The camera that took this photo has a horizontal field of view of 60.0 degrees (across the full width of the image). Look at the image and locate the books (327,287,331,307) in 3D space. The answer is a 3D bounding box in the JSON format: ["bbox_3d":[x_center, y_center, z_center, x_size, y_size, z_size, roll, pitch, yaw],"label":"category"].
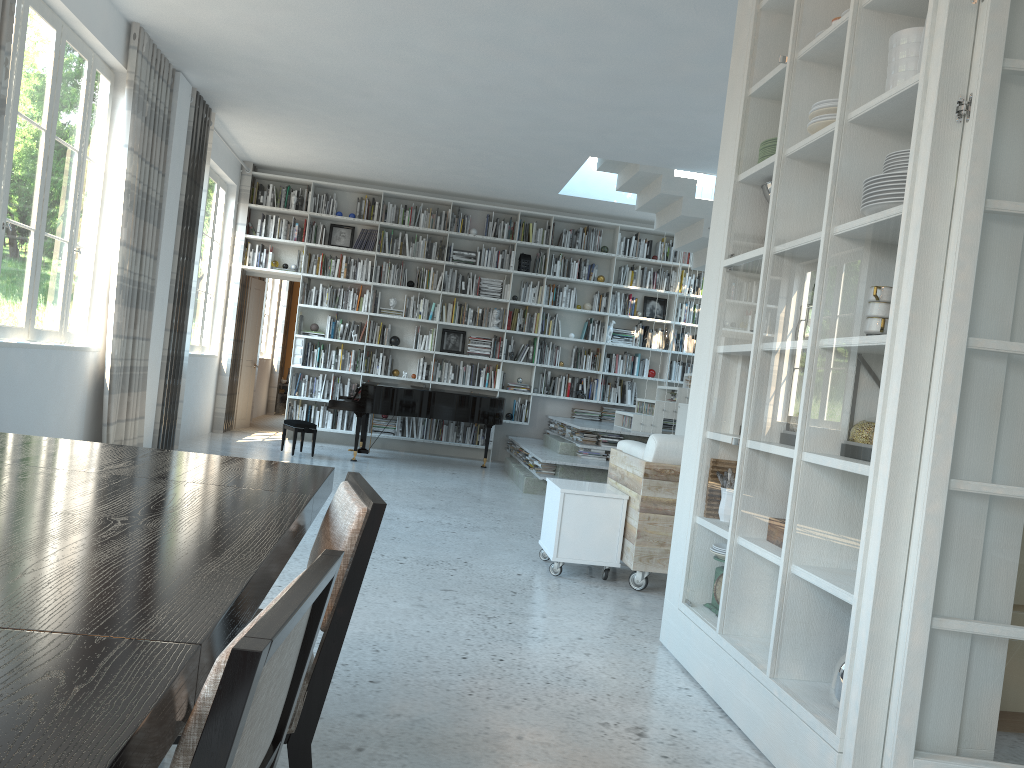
[{"bbox_3d":[-2.233,-1.048,10.836,0.021,0.247,0.189,7,1,-7],"label":"books"}]

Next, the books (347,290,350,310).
[{"bbox_3d":[-2.004,-1.023,10.887,0.011,0.252,0.139,7,1,-7],"label":"books"}]

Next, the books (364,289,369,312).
[{"bbox_3d":[-1.786,-1.014,10.910,0.027,0.286,0.148,7,1,-7],"label":"books"}]

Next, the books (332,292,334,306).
[{"bbox_3d":[-2.188,-1.021,10.870,0.010,0.204,0.139,7,1,-7],"label":"books"}]

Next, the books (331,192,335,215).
[{"bbox_3d":[-2.181,-2.179,10.828,0.007,0.301,0.145,7,1,-7],"label":"books"}]

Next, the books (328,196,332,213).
[{"bbox_3d":[-2.227,-2.160,10.820,0.013,0.253,0.129,7,1,-7],"label":"books"}]

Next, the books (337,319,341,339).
[{"bbox_3d":[-2.119,-0.665,10.882,0.022,0.249,0.129,7,1,-7],"label":"books"}]

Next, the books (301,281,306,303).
[{"bbox_3d":[-2.550,-1.104,10.821,0.012,0.285,0.159,7,1,-7],"label":"books"}]

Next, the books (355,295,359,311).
[{"bbox_3d":[-1.905,-0.986,10.888,0.013,0.203,0.161,7,1,-7],"label":"books"}]

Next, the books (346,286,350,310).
[{"bbox_3d":[-2.012,-1.050,10.890,0.011,0.304,0.129,7,1,-7],"label":"books"}]

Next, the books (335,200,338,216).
[{"bbox_3d":[-2.149,-2.129,10.838,0.013,0.210,0.136,7,1,-7],"label":"books"}]

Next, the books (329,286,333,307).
[{"bbox_3d":[-2.217,-1.058,10.856,0.011,0.271,0.157,7,1,-7],"label":"books"}]

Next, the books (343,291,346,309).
[{"bbox_3d":[-2.050,-1.017,10.864,0.013,0.229,0.177,7,1,-7],"label":"books"}]

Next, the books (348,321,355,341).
[{"bbox_3d":[-1.969,-0.650,10.887,0.060,0.255,0.158,7,1,-7],"label":"books"}]

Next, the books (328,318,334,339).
[{"bbox_3d":[-2.214,-0.679,10.867,0.031,0.255,0.143,7,1,-7],"label":"books"}]

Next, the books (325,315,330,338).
[{"bbox_3d":[-2.257,-0.699,10.855,0.012,0.285,0.159,7,1,-7],"label":"books"}]

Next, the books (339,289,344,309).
[{"bbox_3d":[-2.087,-1.035,10.873,0.021,0.256,0.156,7,1,-7],"label":"books"}]

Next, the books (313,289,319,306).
[{"bbox_3d":[-2.386,-1.044,10.811,0.028,0.204,0.188,7,1,-7],"label":"books"}]

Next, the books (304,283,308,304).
[{"bbox_3d":[-2.506,-1.089,10.800,0.027,0.266,0.176,7,1,-7],"label":"books"}]

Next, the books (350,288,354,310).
[{"bbox_3d":[-1.960,-1.029,10.872,0.015,0.275,0.157,7,1,-7],"label":"books"}]

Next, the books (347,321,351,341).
[{"bbox_3d":[-2.008,-0.648,10.897,0.013,0.242,0.141,7,1,-7],"label":"books"}]

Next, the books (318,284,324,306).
[{"bbox_3d":[-2.338,-1.077,10.837,0.023,0.281,0.174,7,1,-7],"label":"books"}]

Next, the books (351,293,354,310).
[{"bbox_3d":[-1.952,-0.999,10.888,0.012,0.217,0.160,7,1,-7],"label":"books"}]

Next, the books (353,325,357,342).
[{"bbox_3d":[-1.926,-0.621,10.886,0.030,0.207,0.172,7,1,-7],"label":"books"}]

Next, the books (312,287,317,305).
[{"bbox_3d":[-2.410,-1.063,10.818,0.022,0.235,0.177,7,1,-7],"label":"books"}]

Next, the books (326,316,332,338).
[{"bbox_3d":[-2.240,-0.691,10.856,0.024,0.273,0.150,7,1,-7],"label":"books"}]

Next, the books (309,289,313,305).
[{"bbox_3d":[-2.445,-1.054,10.830,0.042,0.209,0.143,7,1,-7],"label":"books"}]

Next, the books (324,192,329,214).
[{"bbox_3d":[-2.261,-2.177,10.791,0.015,0.279,0.190,7,1,-7],"label":"books"}]

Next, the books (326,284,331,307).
[{"bbox_3d":[-2.247,-1.072,10.842,0.011,0.293,0.183,7,1,-7],"label":"books"}]

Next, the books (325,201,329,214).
[{"bbox_3d":[-2.249,-2.127,10.813,0.026,0.182,0.161,7,1,-7],"label":"books"}]

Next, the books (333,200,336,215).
[{"bbox_3d":[-2.162,-2.126,10.827,0.014,0.202,0.170,7,1,-7],"label":"books"}]

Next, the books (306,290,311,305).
[{"bbox_3d":[-2.469,-1.043,10.809,0.037,0.182,0.189,7,1,-7],"label":"books"}]

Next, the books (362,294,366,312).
[{"bbox_3d":[-1.818,-0.986,10.902,0.031,0.223,0.144,7,1,-7],"label":"books"}]

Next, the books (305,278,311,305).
[{"bbox_3d":[-2.483,-1.121,10.799,0.012,0.334,0.184,7,1,-7],"label":"books"}]

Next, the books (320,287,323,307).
[{"bbox_3d":[-2.323,-1.058,10.831,0.011,0.246,0.176,7,1,-7],"label":"books"}]

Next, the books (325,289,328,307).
[{"bbox_3d":[-2.263,-1.042,10.843,0.014,0.230,0.148,7,1,-7],"label":"books"}]

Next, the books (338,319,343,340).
[{"bbox_3d":[-2.101,-0.663,10.866,0.011,0.250,0.172,7,1,-7],"label":"books"}]

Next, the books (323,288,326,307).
[{"bbox_3d":[-2.296,-1.053,10.858,0.049,0.243,0.139,7,1,-7],"label":"books"}]

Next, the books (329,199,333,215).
[{"bbox_3d":[-2.198,-2.137,10.808,0.021,0.214,0.173,7,1,-7],"label":"books"}]

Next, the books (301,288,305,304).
[{"bbox_3d":[-2.535,-1.064,10.815,0.026,0.209,0.155,7,1,-7],"label":"books"}]

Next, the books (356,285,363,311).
[{"bbox_3d":[-1.873,-1.044,10.891,0.035,0.326,0.170,7,1,-7],"label":"books"}]

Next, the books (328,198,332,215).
[{"bbox_3d":[-2.215,-2.142,10.812,0.013,0.219,0.181,7,1,-7],"label":"books"}]

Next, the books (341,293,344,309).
[{"bbox_3d":[-2.070,-1.007,10.876,0.021,0.205,0.130,7,1,-7],"label":"books"}]

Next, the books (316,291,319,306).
[{"bbox_3d":[-2.368,-1.034,10.858,0.021,0.187,0.129,7,1,-7],"label":"books"}]

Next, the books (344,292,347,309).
[{"bbox_3d":[-2.038,-1.015,10.877,0.013,0.228,0.151,7,1,-7],"label":"books"}]

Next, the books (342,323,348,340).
[{"bbox_3d":[-2.043,-0.638,10.894,0.056,0.214,0.142,7,1,-7],"label":"books"}]

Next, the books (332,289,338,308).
[{"bbox_3d":[-2.168,-1.037,10.854,0.023,0.242,0.184,7,1,-7],"label":"books"}]

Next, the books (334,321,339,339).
[{"bbox_3d":[-2.147,-0.659,10.886,0.030,0.231,0.148,7,1,-7],"label":"books"}]

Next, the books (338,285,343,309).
[{"bbox_3d":[-2.100,-1.058,10.861,0.013,0.300,0.151,7,1,-7],"label":"books"}]

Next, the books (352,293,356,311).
[{"bbox_3d":[-1.936,-0.999,10.894,0.021,0.221,0.148,7,1,-7],"label":"books"}]

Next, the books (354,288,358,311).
[{"bbox_3d":[-1.915,-1.033,10.900,0.015,0.293,0.143,7,1,-7],"label":"books"}]

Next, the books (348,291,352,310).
[{"bbox_3d":[-1.986,-1.016,10.899,0.028,0.242,0.131,7,1,-7],"label":"books"}]

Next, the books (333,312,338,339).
[{"bbox_3d":[-2.161,-0.714,10.877,0.011,0.336,0.153,7,1,-7],"label":"books"}]

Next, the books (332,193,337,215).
[{"bbox_3d":[-2.172,-2.174,10.842,0.015,0.293,0.130,7,1,-7],"label":"books"}]

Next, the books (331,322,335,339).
[{"bbox_3d":[-2.184,-0.652,10.842,0.029,0.208,0.189,7,1,-7],"label":"books"}]

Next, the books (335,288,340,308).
[{"bbox_3d":[-2.134,-1.041,10.875,0.048,0.256,0.141,7,1,-7],"label":"books"}]

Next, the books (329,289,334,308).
[{"bbox_3d":[-2.200,-1.039,10.842,0.024,0.237,0.166,7,1,-7],"label":"books"}]

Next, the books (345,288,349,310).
[{"bbox_3d":[-2.023,-1.035,10.874,0.012,0.272,0.145,7,1,-7],"label":"books"}]

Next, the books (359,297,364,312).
[{"bbox_3d":[-1.850,-0.970,10.899,0.030,0.183,0.151,7,1,-7],"label":"books"}]

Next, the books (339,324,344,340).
[{"bbox_3d":[-2.083,-0.631,10.856,0.029,0.190,0.188,7,1,-7],"label":"books"}]
